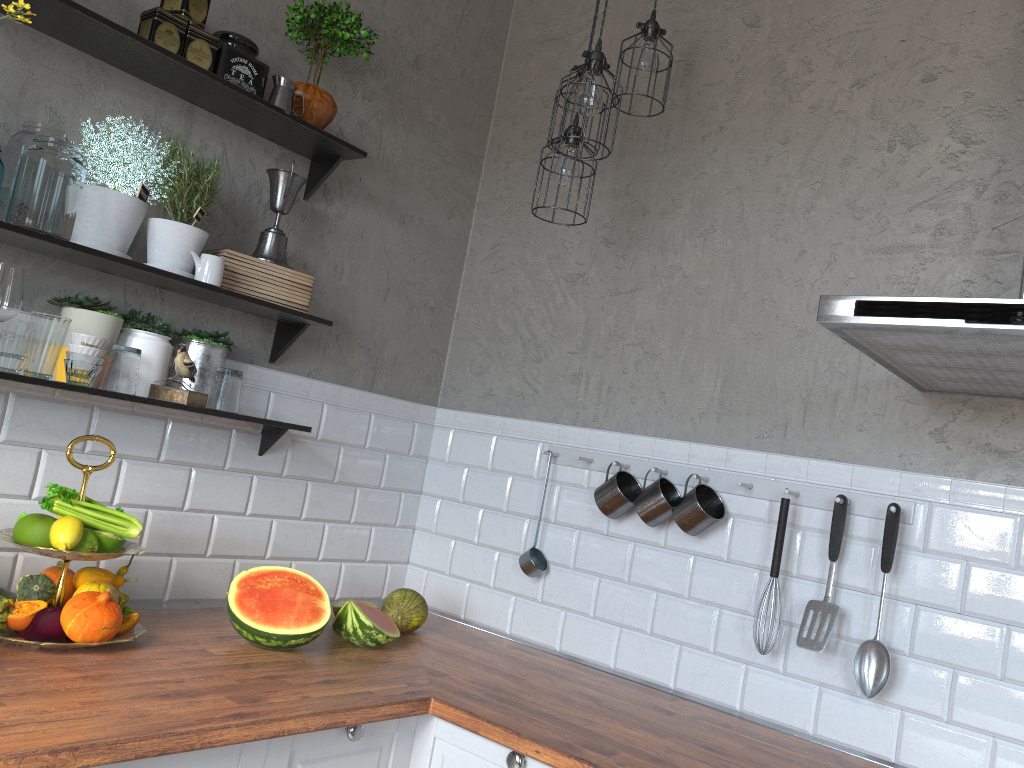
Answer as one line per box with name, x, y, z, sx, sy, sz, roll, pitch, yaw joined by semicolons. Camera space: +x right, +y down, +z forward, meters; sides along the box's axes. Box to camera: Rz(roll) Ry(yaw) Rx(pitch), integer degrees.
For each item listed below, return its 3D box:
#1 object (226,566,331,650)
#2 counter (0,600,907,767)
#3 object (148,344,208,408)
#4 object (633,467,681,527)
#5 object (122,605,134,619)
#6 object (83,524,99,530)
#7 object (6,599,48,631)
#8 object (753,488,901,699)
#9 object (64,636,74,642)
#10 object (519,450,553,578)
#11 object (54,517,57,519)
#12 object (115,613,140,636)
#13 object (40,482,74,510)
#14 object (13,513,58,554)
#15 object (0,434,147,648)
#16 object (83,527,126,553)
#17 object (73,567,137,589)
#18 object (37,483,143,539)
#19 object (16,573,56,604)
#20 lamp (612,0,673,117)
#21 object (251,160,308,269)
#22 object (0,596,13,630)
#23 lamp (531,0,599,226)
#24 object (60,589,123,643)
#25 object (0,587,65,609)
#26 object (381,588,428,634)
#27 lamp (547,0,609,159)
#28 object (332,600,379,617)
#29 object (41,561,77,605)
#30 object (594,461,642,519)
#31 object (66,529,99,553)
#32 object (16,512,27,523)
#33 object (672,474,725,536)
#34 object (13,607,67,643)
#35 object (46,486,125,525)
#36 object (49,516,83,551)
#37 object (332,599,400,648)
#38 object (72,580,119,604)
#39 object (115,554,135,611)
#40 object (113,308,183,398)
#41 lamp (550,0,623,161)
object;-0.550;0.530;2.079;0.240;0.174;0.213;13;-6;-29
counter;-0.070;0.599;0.765;3.319;0.039;3.226;6;-7;39
object;-0.810;-0.022;2.190;0.100;0.147;0.119;10;-5;7
object;0.401;0.311;2.412;0.134;0.162;0.110;6;-7;41
object;-0.948;0.487;1.952;0.219;0.044;0.053;11;-5;-14
object;-0.918;0.327;1.939;0.064;0.060;0.063;8;-6;26
object;-0.984;0.466;1.779;0.086;0.057;0.087;12;-6;-19
object;0.735;0.476;2.071;0.322;0.443;0.083;6;-7;39
object;-0.895;0.502;1.837;0.073;0.065;0.067;13;-6;-30
object;0.089;0.387;2.643;0.081;0.379;0.078;6;-7;39
object;-1.004;0.310;1.924;0.048;0.041;0.044;11;-5;-9
object;-0.846;0.509;1.890;0.090;0.051;0.068;10;-5;-4
object;-0.925;0.233;1.815;0.050;0.058;0.073;9;-5;16
object;-0.966;0.307;1.815;0.099;0.078;0.097;8;-6;26
object;-0.923;0.316;1.862;0.346;0.426;0.357;8;-6;24
object;-0.878;0.338;1.886;0.100;0.062;0.076;9;-5;12
object;-0.897;0.429;1.943;0.058;0.056;0.129;7;-6;32
object;-0.884;0.266;1.862;0.065;0.101;0.215;5;-7;45
object;-1.008;0.433;1.884;0.080;0.076;0.151;13;-6;-24
lamp;0.505;-1.625;2.554;0.145;1.736;0.148;9;-6;11
object;-0.638;-0.458;2.420;0.128;0.288;0.132;8;-6;24
object;-1.036;0.453;1.770;0.077;0.072;0.149;12;-6;-21
lamp;0.278;-1.289;2.417;0.145;1.736;0.148;9;-6;11
object;-0.845;0.464;1.782;0.111;0.111;0.113;10;-5;6
object;-1.023;0.478;1.890;0.237;0.048;0.062;9;-5;10
object;-0.304;0.641;2.510;0.132;0.119;0.204;10;-5;2
lamp;0.327;-1.520;2.613;0.148;1.736;0.145;11;-6;-9
object;-0.431;0.635;2.431;0.120;0.073;0.200;10;-5;3
object;-0.981;0.429;1.905;0.085;0.093;0.087;6;-7;35
object;0.303;0.301;2.490;0.110;0.162;0.134;15;-7;-39
object;-0.887;0.329;1.822;0.065;0.061;0.065;6;-7;39
object;-1.015;0.300;1.870;0.059;0.054;0.059;13;-6;-25
object;0.492;0.320;2.327;0.110;0.162;0.134;14;-6;-34
object;-0.988;0.476;1.799;0.226;0.076;0.070;8;-6;20
object;-0.920;0.276;1.925;0.184;0.096;0.086;13;-6;-31
object;-0.897;0.300;1.782;0.060;0.069;0.077;13;-6;-31
object;-0.355;0.605;2.249;0.146;0.127;0.227;8;-6;22
object;-0.875;0.454;1.860;0.090;0.078;0.086;13;-6;-25
object;-0.875;0.441;1.959;0.062;0.120;0.123;13;-6;-27
object;-0.917;-0.076;2.189;0.176;0.214;0.145;12;-6;-21
lamp;0.321;-1.422;2.246;0.148;1.736;0.144;12;-6;-19
